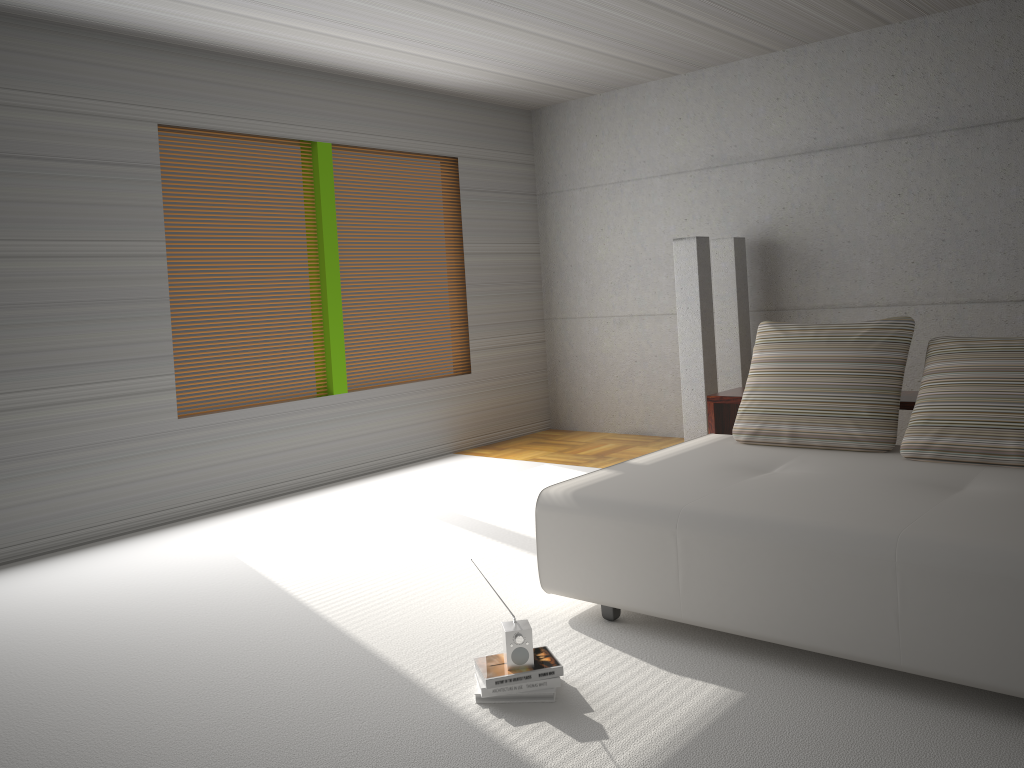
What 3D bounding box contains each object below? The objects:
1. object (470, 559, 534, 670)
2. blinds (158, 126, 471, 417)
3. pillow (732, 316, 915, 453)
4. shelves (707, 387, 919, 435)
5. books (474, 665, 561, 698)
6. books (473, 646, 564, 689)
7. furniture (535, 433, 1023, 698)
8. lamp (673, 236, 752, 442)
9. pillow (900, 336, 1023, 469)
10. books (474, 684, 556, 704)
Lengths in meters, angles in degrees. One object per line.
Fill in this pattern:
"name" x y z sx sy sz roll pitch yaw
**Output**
"object" -0.035 0.764 2.970 0.186 0.366 0.090 -4 1 -8
"blinds" -1.468 -0.828 6.794 0.012 2.040 3.548 -3 4 41
"pillow" 1.527 -0.008 4.383 0.800 0.608 0.492 0 4 40
"shelves" 2.083 0.418 4.333 2.249 0.714 0.402 1 5 41
"books" 0.015 0.990 2.996 0.265 0.032 0.190 -4 6 -10
"books" 0.019 0.957 2.992 0.265 0.032 0.189 -5 6 -15
"furniture" 1.429 0.630 3.593 2.167 0.521 1.620 1 7 41
"lamp" 1.593 -0.293 6.892 0.200 1.688 0.801 -3 2 41
"pillow" 2.142 0.063 3.785 0.806 0.516 0.580 0 5 42
"books" 0.017 1.021 2.997 0.264 0.032 0.190 -3 6 5
